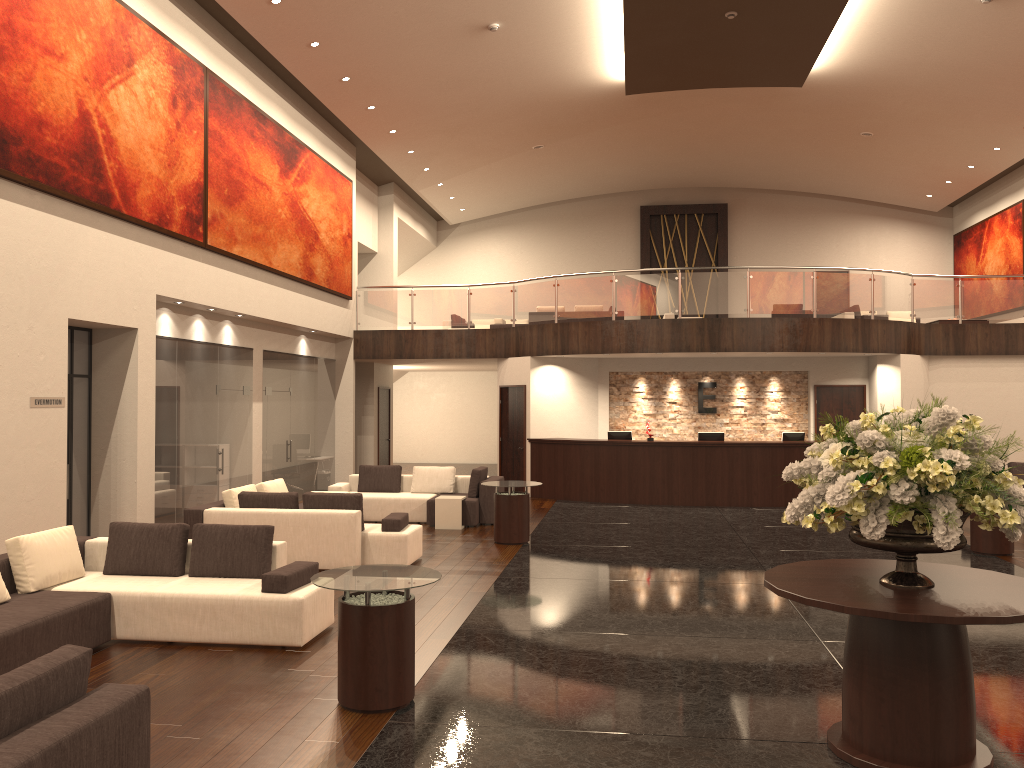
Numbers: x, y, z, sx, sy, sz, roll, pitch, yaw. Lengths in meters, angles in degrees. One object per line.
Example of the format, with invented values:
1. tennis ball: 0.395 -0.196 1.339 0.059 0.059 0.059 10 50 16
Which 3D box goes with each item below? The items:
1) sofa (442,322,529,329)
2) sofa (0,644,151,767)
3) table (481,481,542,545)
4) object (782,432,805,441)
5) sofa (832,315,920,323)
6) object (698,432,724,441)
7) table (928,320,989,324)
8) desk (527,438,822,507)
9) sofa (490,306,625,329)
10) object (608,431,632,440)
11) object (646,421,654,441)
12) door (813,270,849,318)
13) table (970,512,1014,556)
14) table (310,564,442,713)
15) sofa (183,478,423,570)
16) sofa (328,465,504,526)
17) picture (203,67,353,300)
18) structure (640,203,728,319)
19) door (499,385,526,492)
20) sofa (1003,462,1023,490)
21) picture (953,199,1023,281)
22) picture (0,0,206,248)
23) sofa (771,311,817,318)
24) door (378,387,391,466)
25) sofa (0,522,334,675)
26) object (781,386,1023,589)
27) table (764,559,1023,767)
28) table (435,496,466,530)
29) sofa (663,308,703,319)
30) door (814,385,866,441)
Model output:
1. sofa: -0.142 -1.476 24.771 3.366 0.862 2.586 0 -1 8
2. sofa: -3.043 1.565 3.702 2.846 0.862 1.291 0 -1 8
3. table: -0.004 1.747 12.019 0.844 0.795 0.833 1 -1 -43
4. object: 5.287 1.149 16.652 0.483 0.485 0.189 0 -1 -17
5. sofa: 9.945 -1.519 22.360 3.366 0.862 2.586 0 -1 8
6. object: 3.747 1.149 16.683 0.483 0.485 0.189 0 -1 8
7. table: 10.585 -1.300 21.168 1.100 0.380 1.100 0 -1 8
8. desk: 3.792 1.647 16.851 7.146 1.171 1.674 0 -1 9
9. sofa: 1.243 -1.507 23.069 3.366 0.862 2.586 0 -1 8
10. object: 2.089 1.158 17.182 0.483 0.485 0.189 0 -1 23
11. object: 2.575 0.868 16.583 0.163 0.390 0.165 0 -1 16
12. door: 9.205 -2.146 25.547 0.990 2.232 0.104 0 -1 8
13. table: 6.056 1.733 11.193 0.844 0.795 0.833 1 -1 -43
14. table: -0.868 1.633 5.687 0.833 0.795 0.844 1 -1 -31
15. sofa: -2.270 1.708 11.638 2.586 0.862 3.366 0 -1 8
16. sofa: -1.613 1.754 14.182 2.846 0.862 1.291 0 -1 8
17. picture: -3.842 -3.093 15.529 0.070 2.526 6.485 0 -1 8
18. structure: 5.044 -3.141 26.042 2.524 4.236 0.187 0 -1 8
19. door: 0.020 1.141 18.141 0.104 2.232 0.990 1 -1 -32
20. sofa: 8.376 1.751 13.987 2.586 0.862 3.366 0 -1 8
21. picture: 12.136 -2.963 22.670 0.070 2.526 4.515 0 -1 8
22. picture: -4.587 -3.192 10.068 0.070 2.526 4.515 0 -1 8
23. sofa: 6.894 -1.511 22.802 1.291 0.862 2.846 0 -1 8
24. door: -3.082 1.197 21.289 0.104 2.232 0.990 0 -1 8
25. sofa: -2.976 1.612 6.335 2.586 0.862 3.366 0 -1 8
26. object: 2.141 0.548 4.893 1.453 1.097 1.402 1 -1 -36
27. table: 2.166 1.556 4.869 1.498 0.921 1.498 0 -1 -1
28. table: -0.925 1.942 13.421 0.400 0.460 0.400 0 -1 8
29. sofa: 4.607 -1.503 23.239 1.291 0.862 2.846 0 -1 8
30. door: 6.564 1.131 17.738 0.990 2.232 0.104 0 -1 8
